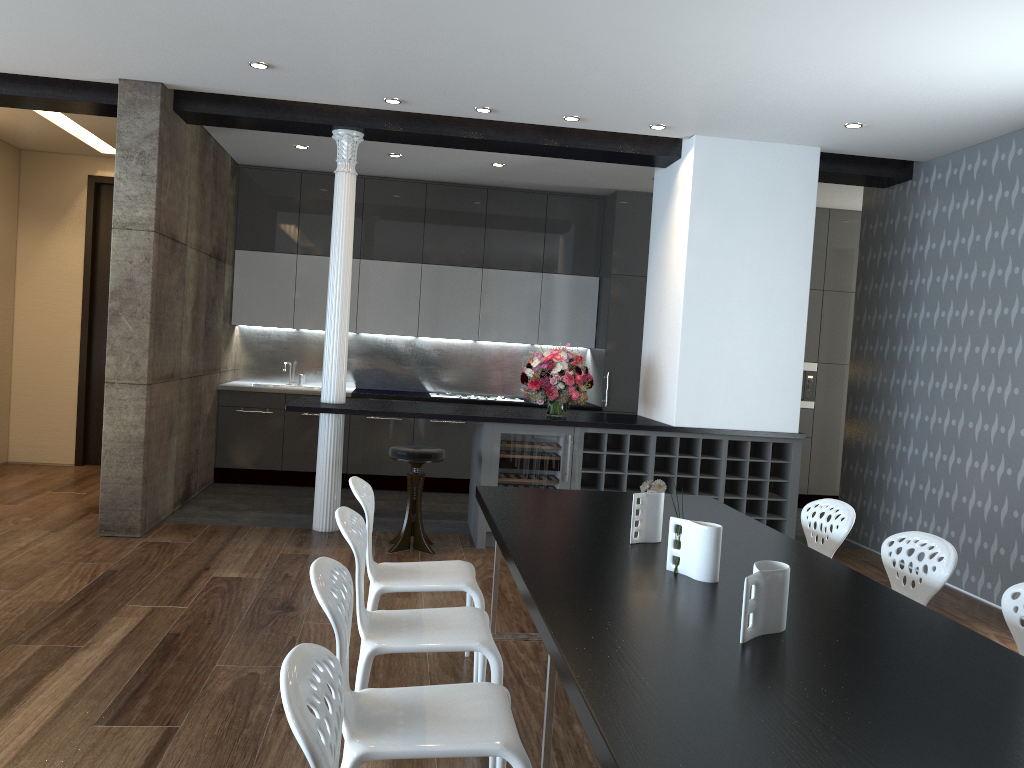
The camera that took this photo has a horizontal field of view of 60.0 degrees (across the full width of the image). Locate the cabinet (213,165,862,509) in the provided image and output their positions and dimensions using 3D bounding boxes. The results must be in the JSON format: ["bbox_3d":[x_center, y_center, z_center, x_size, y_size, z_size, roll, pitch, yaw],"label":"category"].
[{"bbox_3d":[0.966,-0.379,8.919,7.409,2.980,0.827,3,2,-7],"label":"cabinet"}]

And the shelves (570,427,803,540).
[{"bbox_3d":[1.203,0.774,6.847,1.700,0.897,0.900,3,2,-7],"label":"shelves"}]

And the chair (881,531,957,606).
[{"bbox_3d":[1.256,0.958,3.252,0.581,0.835,0.495,3,2,-7],"label":"chair"}]

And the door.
[{"bbox_3d":[-3.662,-0.577,8.740,1.037,2.814,0.246,3,2,-7],"label":"door"}]

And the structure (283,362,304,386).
[{"bbox_3d":[-2.157,-0.091,8.774,0.183,0.249,0.224,3,2,-7],"label":"structure"}]

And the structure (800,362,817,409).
[{"bbox_3d":[2.693,-0.011,9.033,0.595,0.452,0.528,3,2,-7],"label":"structure"}]

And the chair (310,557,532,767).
[{"bbox_3d":[-0.259,0.897,2.346,0.581,0.835,0.495,3,2,-7],"label":"chair"}]

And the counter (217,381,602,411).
[{"bbox_3d":[-0.968,0.208,8.719,3.597,0.223,0.807,3,2,-7],"label":"counter"}]

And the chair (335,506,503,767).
[{"bbox_3d":[-0.341,0.862,3.078,0.581,0.835,0.495,3,2,-7],"label":"chair"}]

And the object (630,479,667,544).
[{"bbox_3d":[0.499,0.473,3.325,0.161,0.233,0.076,3,3,-26],"label":"object"}]

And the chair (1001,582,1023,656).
[{"bbox_3d":[1.342,0.992,2.555,0.581,0.835,0.495,3,2,-7],"label":"chair"}]

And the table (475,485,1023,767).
[{"bbox_3d":[0.600,0.986,2.806,1.200,0.733,3.400,3,2,-7],"label":"table"}]

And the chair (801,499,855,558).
[{"bbox_3d":[1.170,0.923,3.948,0.581,0.835,0.495,3,2,-7],"label":"chair"}]

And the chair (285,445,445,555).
[{"bbox_3d":[-1.043,1.027,2.742,16.134,0.952,21.556,3,2,-7],"label":"chair"}]

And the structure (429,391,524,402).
[{"bbox_3d":[-0.358,0.137,8.748,0.900,0.066,0.520,3,2,-7],"label":"structure"}]

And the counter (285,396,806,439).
[{"bbox_3d":[0.243,0.248,6.703,3.700,0.040,1.000,3,2,-7],"label":"counter"}]

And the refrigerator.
[{"bbox_3d":[0.128,0.669,6.273,0.578,0.774,0.075,4,2,-3],"label":"refrigerator"}]

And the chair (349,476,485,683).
[{"bbox_3d":[-0.422,0.828,3.774,0.581,0.835,0.495,3,2,-7],"label":"chair"}]

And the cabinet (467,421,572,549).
[{"bbox_3d":[0.043,0.705,6.701,0.642,0.897,0.900,3,2,-7],"label":"cabinet"}]

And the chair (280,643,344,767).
[{"bbox_3d":[-0.155,0.933,1.659,0.581,0.835,0.495,3,2,-7],"label":"chair"}]

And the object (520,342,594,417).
[{"bbox_3d":[0.334,-0.036,6.600,0.544,0.552,0.570,4,2,-1],"label":"object"}]
